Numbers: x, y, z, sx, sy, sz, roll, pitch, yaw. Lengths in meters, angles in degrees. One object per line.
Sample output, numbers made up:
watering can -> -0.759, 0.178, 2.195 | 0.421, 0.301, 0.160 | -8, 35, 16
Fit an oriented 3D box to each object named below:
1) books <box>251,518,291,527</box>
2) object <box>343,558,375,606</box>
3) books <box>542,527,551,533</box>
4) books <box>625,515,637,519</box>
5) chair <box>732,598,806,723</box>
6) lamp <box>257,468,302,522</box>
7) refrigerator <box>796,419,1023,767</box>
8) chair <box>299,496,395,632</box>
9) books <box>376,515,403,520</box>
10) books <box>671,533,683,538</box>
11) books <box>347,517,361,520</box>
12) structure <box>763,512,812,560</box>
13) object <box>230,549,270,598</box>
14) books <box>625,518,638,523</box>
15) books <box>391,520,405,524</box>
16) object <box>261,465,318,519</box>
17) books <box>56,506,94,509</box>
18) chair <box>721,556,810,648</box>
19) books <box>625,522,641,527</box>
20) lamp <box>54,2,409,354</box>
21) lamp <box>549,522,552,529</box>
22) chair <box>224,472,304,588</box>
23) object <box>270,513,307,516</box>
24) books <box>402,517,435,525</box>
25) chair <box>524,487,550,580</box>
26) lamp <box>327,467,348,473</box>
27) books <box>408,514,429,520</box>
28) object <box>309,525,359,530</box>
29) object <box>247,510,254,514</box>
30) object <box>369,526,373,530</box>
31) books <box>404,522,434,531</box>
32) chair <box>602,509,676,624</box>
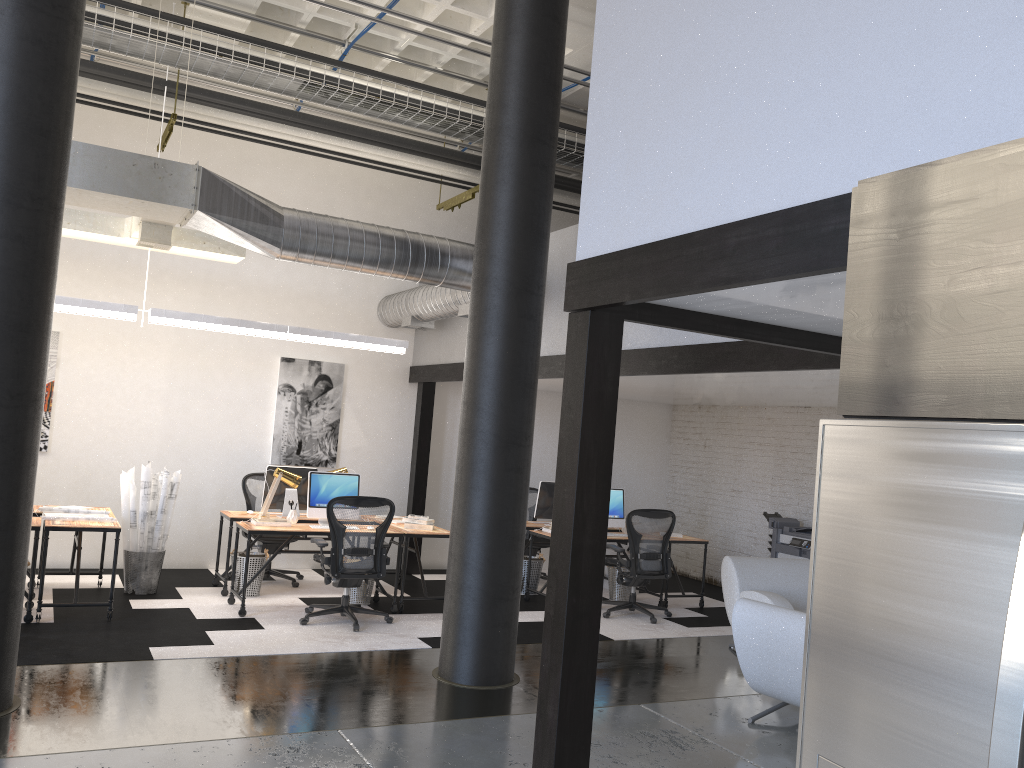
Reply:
books -> -2.118, 1.217, 7.793 | 0.309, 0.038, 0.225 | 6, -4, -28
object -> -1.431, 1.831, 8.271 | 0.359, 0.434, 0.353 | 6, -3, -31
books -> 0.497, 1.508, 9.105 | 0.309, 0.038, 0.225 | 6, -4, -28
books -> 1.368, 1.577, 10.521 | 0.185, 0.030, 0.153 | 7, -4, -30
chair -> 2.063, 1.796, 5.502 | 1.026, 0.784, 1.007 | 7, -4, -36
lamp -> -2.040, 0.972, 7.802 | 0.345, 0.469, 0.126 | 6, -3, -27
refrigerator -> 0.937, 0.968, 1.226 | 0.821, 1.771, 0.853 | 6, -3, -28
chair -> -1.407, 1.466, 7.509 | 0.771, 1.085, 0.792 | 7, -4, -44
books -> -1.252, 1.372, 9.119 | 0.235, 0.024, 0.200 | 2, -4, 36
books -> 1.752, 1.658, 9.759 | 0.235, 0.024, 0.200 | 4, -3, 6
books -> -1.674, 1.308, 8.761 | 0.309, 0.038, 0.225 | 6, -4, -28
structure -> 3.093, 1.967, 9.555 | 0.503, 1.057, 1.058 | 6, -3, -28
object -> -2.448, 1.745, 8.239 | 0.359, 0.434, 0.353 | 6, -3, -31
books -> 1.360, 1.608, 10.534 | 0.257, 0.044, 0.193 | 5, -3, -10
books -> -1.128, 1.367, 8.794 | 0.205, 0.019, 0.243 | 2, -4, 40
object -> -2.116, 1.031, 8.458 | 0.484, 0.485, 0.189 | 6, -3, -28
books -> -3.829, 1.085, 7.774 | 0.205, 0.019, 0.243 | 4, -3, 10
chair -> 2.455, 1.944, 7.556 | 1.007, 0.784, 1.026 | 6, -3, -16
books -> 1.379, 1.656, 10.519 | 0.272, 0.050, 0.200 | 7, -4, -30
lamp -> -4.171, -2.039, 7.149 | 7.306, 2.862, 0.226 | 6, -3, -28
lamp -> 0.576, 1.263, 9.114 | 0.345, 0.469, 0.126 | 6, -3, -27
chair -> -2.419, 1.467, 9.028 | 0.771, 1.085, 0.792 | 7, -4, -44
object -> -2.217, 1.268, 8.658 | 0.439, 0.017, 0.118 | 6, -4, -28
books -> -0.894, 1.306, 8.485 | 0.257, 0.044, 0.193 | 4, -3, 20
chair -> 0.197, 1.758, 10.340 | 0.771, 1.085, 0.792 | 7, -4, -44
lamp -> -1.710, 1.054, 8.772 | 0.345, 0.469, 0.127 | 6, -3, -27
books -> -0.893, 1.273, 8.471 | 0.185, 0.030, 0.153 | 5, -3, 0
object -> -1.577, 1.279, 7.895 | 0.439, 0.017, 0.118 | 6, -4, -28
object -> -2.508, 1.229, 8.511 | 0.059, 0.029, 0.106 | 6, -4, -27
object -> -1.284, 1.305, 8.042 | 0.059, 0.029, 0.106 | 6, -4, -27
books -> -0.884, 1.352, 8.460 | 0.271, 0.050, 0.200 | 5, -3, 0
chair -> 1.208, 1.757, 8.822 | 0.771, 1.085, 0.792 | 7, -4, -44
